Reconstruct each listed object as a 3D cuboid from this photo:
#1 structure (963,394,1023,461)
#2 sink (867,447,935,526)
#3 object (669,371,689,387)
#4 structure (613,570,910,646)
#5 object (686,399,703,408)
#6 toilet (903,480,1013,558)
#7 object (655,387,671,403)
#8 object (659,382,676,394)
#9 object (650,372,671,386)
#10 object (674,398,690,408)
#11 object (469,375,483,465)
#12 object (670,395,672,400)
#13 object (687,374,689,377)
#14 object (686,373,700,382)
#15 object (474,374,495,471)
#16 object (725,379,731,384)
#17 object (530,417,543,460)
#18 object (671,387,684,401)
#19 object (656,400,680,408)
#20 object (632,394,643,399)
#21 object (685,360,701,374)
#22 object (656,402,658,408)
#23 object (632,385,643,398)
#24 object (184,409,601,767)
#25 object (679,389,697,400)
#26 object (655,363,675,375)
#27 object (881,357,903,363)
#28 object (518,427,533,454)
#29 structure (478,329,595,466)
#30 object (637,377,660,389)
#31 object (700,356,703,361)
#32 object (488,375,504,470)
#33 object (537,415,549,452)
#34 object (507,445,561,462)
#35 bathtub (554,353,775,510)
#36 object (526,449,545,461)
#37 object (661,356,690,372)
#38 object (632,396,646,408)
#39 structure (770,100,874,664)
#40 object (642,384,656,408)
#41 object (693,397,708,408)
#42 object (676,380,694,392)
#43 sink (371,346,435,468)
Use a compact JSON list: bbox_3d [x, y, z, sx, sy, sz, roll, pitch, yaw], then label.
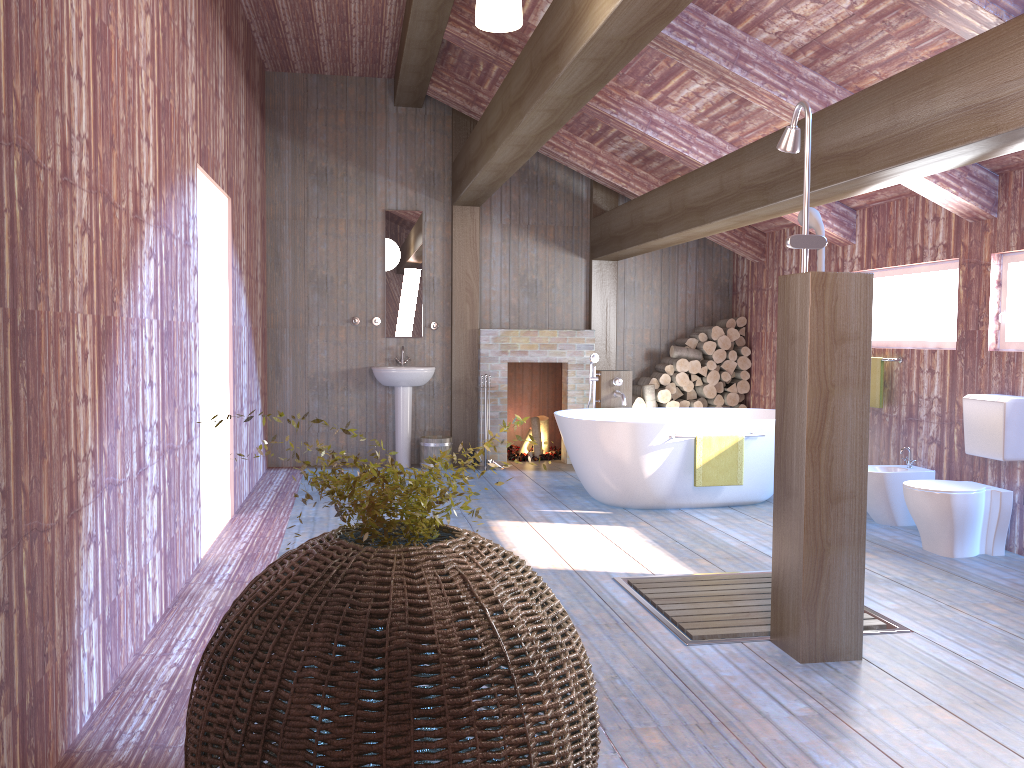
[{"bbox_3d":[2.809,0.247,5.151,0.182,0.363,0.358,0,3,-10],"label":"structure"},{"bbox_3d":[2.509,0.679,5.924,0.515,0.517,0.335,0,3,-10],"label":"sink"},{"bbox_3d":[1.579,-0.055,8.666,0.141,0.143,0.437,0,3,-12],"label":"object"},{"bbox_3d":[1.096,1.041,4.129,1.000,0.067,1.000,0,3,-11],"label":"structure"},{"bbox_3d":[1.739,0.196,8.711,0.098,0.100,0.437,0,3,-12],"label":"object"},{"bbox_3d":[2.532,0.780,5.135,0.534,0.400,0.375,0,3,-10],"label":"toilet"},{"bbox_3d":[1.411,0.100,8.646,0.138,0.147,0.440,0,3,-10],"label":"object"},{"bbox_3d":[1.497,0.034,8.668,0.111,0.113,0.301,0,3,-11],"label":"object"},{"bbox_3d":[1.444,-0.054,8.637,0.115,0.123,0.291,0,3,-9],"label":"object"},{"bbox_3d":[1.637,0.200,8.697,0.114,0.120,0.303,0,3,-10],"label":"object"},{"bbox_3d":[-0.334,0.340,8.219,0.136,0.846,0.062,-1,3,-29],"label":"object"},{"bbox_3d":[1.503,0.116,8.673,0.064,0.068,0.174,0,3,-11],"label":"object"},{"bbox_3d":[1.675,-0.076,8.669,0.057,0.061,0.156,0,3,-11],"label":"object"},{"bbox_3d":[1.746,-0.068,8.698,0.088,0.092,0.280,0,3,-10],"label":"object"},{"bbox_3d":[-0.273,0.348,8.283,0.276,0.888,0.333,2,4,31],"label":"object"},{"bbox_3d":[2.096,-0.041,8.754,0.067,0.069,0.177,0,3,-10],"label":"object"},{"bbox_3d":[0.252,0.553,8.969,0.098,0.434,0.283,0,3,-12],"label":"object"},{"bbox_3d":[1.580,0.081,8.775,0.128,0.150,0.323,0,3,-10],"label":"object"},{"bbox_3d":[1.494,0.208,8.683,0.139,0.148,0.458,0,3,-10],"label":"object"},{"bbox_3d":[1.232,0.153,8.724,0.099,0.093,0.280,0,3,-9],"label":"object"},{"bbox_3d":[1.704,-0.179,8.689,0.138,0.147,0.440,0,3,-10],"label":"object"},{"bbox_3d":[1.331,0.194,8.731,0.121,0.124,0.291,0,3,-10],"label":"object"},{"bbox_3d":[1.273,0.070,8.730,0.108,0.113,0.302,0,3,-10],"label":"object"},{"bbox_3d":[-0.272,0.593,2.128,0.972,1.073,0.970,-1,3,-30],"label":"object"},{"bbox_3d":[1.727,0.095,8.805,0.104,0.127,0.321,0,3,-10],"label":"object"},{"bbox_3d":[1.495,-0.145,8.656,0.106,0.112,0.282,0,3,-10],"label":"object"},{"bbox_3d":[2.630,-0.183,6.462,0.091,0.043,0.581,0,3,-10],"label":"object"},{"bbox_3d":[0.168,0.601,9.124,0.221,0.306,0.121,1,3,17],"label":"object"},{"bbox_3d":[0.226,0.132,8.608,1.130,1.330,0.226,0,3,-11],"label":"structure"},{"bbox_3d":[1.333,-0.011,8.667,0.114,0.113,0.301,0,3,-13],"label":"object"},{"bbox_3d":[1.788,-0.262,8.796,0.121,0.124,0.291,0,3,-10],"label":"object"},{"bbox_3d":[-0.187,0.353,8.234,0.206,0.871,0.126,2,4,32],"label":"object"},{"bbox_3d":[0.317,0.556,9.213,0.140,0.459,0.266,1,3,7],"label":"object"},{"bbox_3d":[0.202,0.714,9.294,0.829,0.085,0.935,-1,3,-28],"label":"object"},{"bbox_3d":[1.290,0.336,6.710,1.935,1.109,1.460,1,3,11],"label":"bathtub"},{"bbox_3d":[0.242,0.716,8.985,0.085,0.084,0.278,3,4,36],"label":"object"},{"bbox_3d":[1.592,-0.192,8.667,0.135,0.145,0.439,0,3,-10],"label":"object"},{"bbox_3d":[1.158,0.182,8.613,0.139,0.137,0.455,0,3,-12],"label":"object"},{"bbox_3d":[1.222,-0.042,3.541,0.328,2.209,0.522,1,3,10],"label":"structure"},{"bbox_3d":[1.313,0.152,8.456,0.147,0.298,0.109,0,3,-8],"label":"object"},{"bbox_3d":[1.831,0.181,8.829,0.116,0.118,0.289,0,3,-13],"label":"object"},{"bbox_3d":[1.675,0.009,8.686,0.115,0.123,0.291,0,3,-9],"label":"object"},{"bbox_3d":[-1.006,0.219,8.243,0.582,1.143,0.475,0,3,-11],"label":"sink"}]
